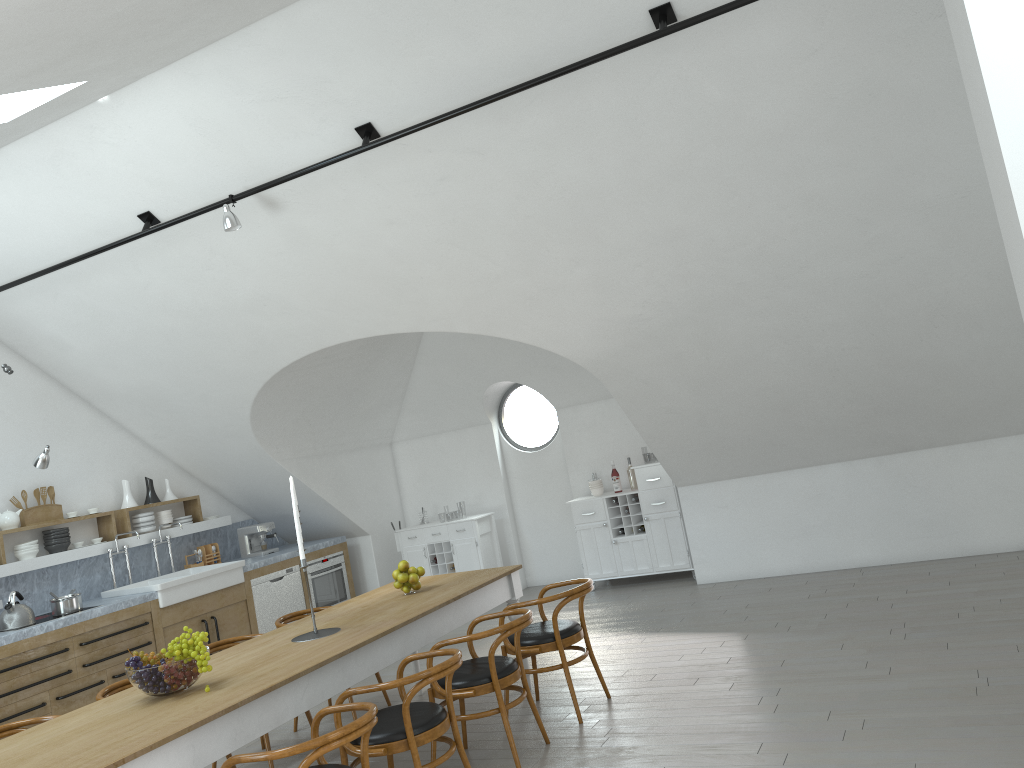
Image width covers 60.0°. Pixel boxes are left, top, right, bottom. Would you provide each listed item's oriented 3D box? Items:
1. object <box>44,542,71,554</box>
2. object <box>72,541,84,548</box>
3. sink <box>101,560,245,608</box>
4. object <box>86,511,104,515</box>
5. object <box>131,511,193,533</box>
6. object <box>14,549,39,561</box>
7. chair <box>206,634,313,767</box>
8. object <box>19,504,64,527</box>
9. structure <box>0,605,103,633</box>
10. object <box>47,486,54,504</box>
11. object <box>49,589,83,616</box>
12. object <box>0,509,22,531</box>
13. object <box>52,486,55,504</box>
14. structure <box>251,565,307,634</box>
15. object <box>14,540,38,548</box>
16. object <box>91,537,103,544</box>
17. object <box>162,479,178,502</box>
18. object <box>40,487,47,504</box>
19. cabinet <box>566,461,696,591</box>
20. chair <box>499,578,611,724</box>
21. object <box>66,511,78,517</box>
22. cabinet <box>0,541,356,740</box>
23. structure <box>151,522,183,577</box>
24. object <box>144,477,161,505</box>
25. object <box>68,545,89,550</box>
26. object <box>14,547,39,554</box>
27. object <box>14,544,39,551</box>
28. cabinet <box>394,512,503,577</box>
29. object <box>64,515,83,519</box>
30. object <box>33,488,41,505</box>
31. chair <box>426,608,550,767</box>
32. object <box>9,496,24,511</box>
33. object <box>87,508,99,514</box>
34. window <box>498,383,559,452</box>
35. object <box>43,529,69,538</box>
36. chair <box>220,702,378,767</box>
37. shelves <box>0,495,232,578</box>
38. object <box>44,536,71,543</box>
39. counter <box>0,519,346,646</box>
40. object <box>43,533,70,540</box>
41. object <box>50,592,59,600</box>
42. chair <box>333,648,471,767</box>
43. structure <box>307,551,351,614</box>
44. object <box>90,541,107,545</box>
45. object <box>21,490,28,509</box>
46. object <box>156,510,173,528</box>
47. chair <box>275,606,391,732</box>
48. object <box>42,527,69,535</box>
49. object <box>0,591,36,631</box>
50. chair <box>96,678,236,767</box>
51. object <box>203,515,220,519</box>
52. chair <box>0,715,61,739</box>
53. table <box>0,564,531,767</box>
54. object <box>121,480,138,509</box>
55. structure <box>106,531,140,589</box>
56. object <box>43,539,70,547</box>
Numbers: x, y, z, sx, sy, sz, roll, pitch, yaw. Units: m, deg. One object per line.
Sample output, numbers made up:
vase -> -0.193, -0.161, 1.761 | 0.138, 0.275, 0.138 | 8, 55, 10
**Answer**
object -> -3.876, 1.403, 7.567 | 0.205, 0.072, 0.205 | -12, -4, 13
object -> -3.801, 1.412, 7.765 | 0.098, 0.049, 0.098 | -13, -4, 23
sink -> -3.003, 1.818, 7.948 | 0.725, 0.202, 1.021 | -13, -4, 26
object -> -3.759, 1.167, 7.967 | 0.163, 0.012, 0.164 | -14, -5, 43
object -> -3.385, 1.317, 8.601 | 0.197, 0.196, 0.657 | -13, -4, 25
object -> -3.999, 1.415, 7.312 | 0.181, 0.064, 0.180 | -7, -5, -42
chair -> -1.583, 1.940, 5.417 | 0.619, 0.737, 0.527 | -14, -5, 29
object -> -4.002, 1.109, 7.540 | 0.084, 0.158, 0.353 | -13, -5, 26
structure -> -3.669, 1.841, 6.819 | 0.645, 0.041, 0.737 | -13, -4, 26
object -> -3.967, 1.028, 7.633 | 0.039, 0.299, 0.068 | -13, -6, 26
object -> -3.495, 1.735, 7.052 | 0.232, 0.171, 0.393 | -11, -4, 6
object -> -4.131, 1.110, 7.259 | 0.174, 0.169, 0.167 | -12, -5, 9
object -> -3.966, 1.031, 7.674 | 0.030, 0.295, 0.057 | -13, -6, 26
structure -> -2.485, 2.293, 8.729 | 0.597, 0.825, 0.724 | -13, -5, 26
object -> -4.012, 1.341, 7.322 | 0.181, 0.076, 0.180 | -9, -4, -27
object -> -3.716, 1.407, 7.938 | 0.098, 0.049, 0.098 | -13, -4, 23
object -> -3.397, 1.044, 8.766 | 0.156, 0.219, 0.155 | -12, -5, 7
object -> -3.993, 1.029, 7.575 | 0.019, 0.300, 0.057 | -14, -6, 26
cabinet -> 1.250, 1.411, 8.972 | 1.239, 1.157, 0.610 | -13, -5, 25
chair -> 0.250, 1.576, 5.272 | 0.619, 0.737, 0.527 | -13, -5, 28
object -> -3.858, 1.150, 7.777 | 0.098, 0.049, 0.098 | -13, -4, 23
cabinet -> -3.526, 2.391, 6.950 | 1.001, 1.024, 6.429 | -13, -4, 26
structure -> -3.183, 1.571, 8.350 | 0.332, 0.531, 0.213 | -11, -5, 6
object -> -3.492, 1.023, 8.562 | 0.155, 0.269, 0.156 | -14, -6, 30
object -> -3.796, 1.435, 7.763 | 0.163, 0.012, 0.164 | -14, -5, 43
object -> -4.004, 1.393, 7.314 | 0.181, 0.065, 0.180 | -9, -4, -27
object -> -4.007, 1.369, 7.318 | 0.180, 0.069, 0.181 | -15, -5, 43
cabinet -> -0.690, 1.903, 9.707 | 1.131, 0.791, 0.497 | -13, -5, 25
object -> -3.854, 1.173, 7.774 | 0.163, 0.012, 0.164 | -14, -5, 43
object -> -4.025, 1.033, 7.552 | 0.040, 0.300, 0.061 | -13, -6, 23
chair -> -0.128, 1.608, 4.652 | 0.620, 0.737, 0.527 | -13, -5, 21
object -> -4.088, 1.053, 7.410 | 0.016, 0.259, 0.199 | -15, -6, 36
object -> -3.764, 1.144, 7.969 | 0.098, 0.049, 0.098 | -13, -4, 23
window -> 0.215, 0.359, 10.005 | 0.897, 0.902, 0.060 | -13, -6, 25
object -> -3.895, 1.304, 7.583 | 0.205, 0.084, 0.205 | -8, -5, -37
chair -> -0.744, 1.639, 3.334 | 0.619, 0.737, 0.527 | -14, -6, 29
shelves -> -4.238, 0.859, 6.817 | 0.479, 1.365, 5.548 | -13, -4, 20
object -> -3.880, 1.349, 7.572 | 0.205, 0.086, 0.204 | -9, -4, -22
counter -> -3.668, 1.590, 7.103 | 0.959, 0.621, 6.577 | -13, -4, 26
object -> -3.889, 1.329, 7.576 | 0.205, 0.072, 0.205 | -12, -4, 13
object -> -3.564, 1.718, 6.997 | 0.235, 0.167, 0.051 | -13, -6, 21
chair -> -0.461, 1.629, 4.005 | 0.620, 0.737, 0.527 | -13, -5, 26
structure -> -2.168, 2.180, 9.415 | 0.629, 0.638, 0.632 | -13, -5, 26
object -> -3.712, 1.430, 7.936 | 0.163, 0.012, 0.164 | -14, -5, 43
object -> -4.078, 1.036, 7.445 | 0.027, 0.300, 0.055 | -13, -6, 26
object -> -3.364, 1.310, 8.592 | 0.158, 0.160, 0.153 | -8, -6, -36
chair -> -1.257, 1.920, 6.063 | 0.620, 0.737, 0.527 | -13, -5, 22
object -> -3.903, 1.278, 7.585 | 0.205, 0.080, 0.206 | -13, -4, 28
object -> -3.713, 1.682, 6.625 | 0.245, 0.268, 0.246 | -14, -6, 36
chair -> -1.850, 1.946, 4.737 | 0.620, 0.737, 0.527 | -13, -5, 22
object -> -3.118, 1.383, 9.133 | 0.213, 0.025, 0.213 | -12, -4, 13
chair -> -2.221, 1.976, 4.112 | 0.620, 0.737, 0.527 | -13, -5, 26
table -> -1.039, 1.747, 4.639 | 1.016, 0.801, 3.349 | -13, -4, 26
object -> -3.610, 1.030, 8.327 | 0.156, 0.269, 0.156 | -12, -5, 14
structure -> -3.397, 1.583, 7.911 | 0.332, 0.531, 0.213 | -11, -5, 6
object -> -3.881, 1.377, 7.569 | 0.205, 0.086, 0.204 | -9, -4, -27
